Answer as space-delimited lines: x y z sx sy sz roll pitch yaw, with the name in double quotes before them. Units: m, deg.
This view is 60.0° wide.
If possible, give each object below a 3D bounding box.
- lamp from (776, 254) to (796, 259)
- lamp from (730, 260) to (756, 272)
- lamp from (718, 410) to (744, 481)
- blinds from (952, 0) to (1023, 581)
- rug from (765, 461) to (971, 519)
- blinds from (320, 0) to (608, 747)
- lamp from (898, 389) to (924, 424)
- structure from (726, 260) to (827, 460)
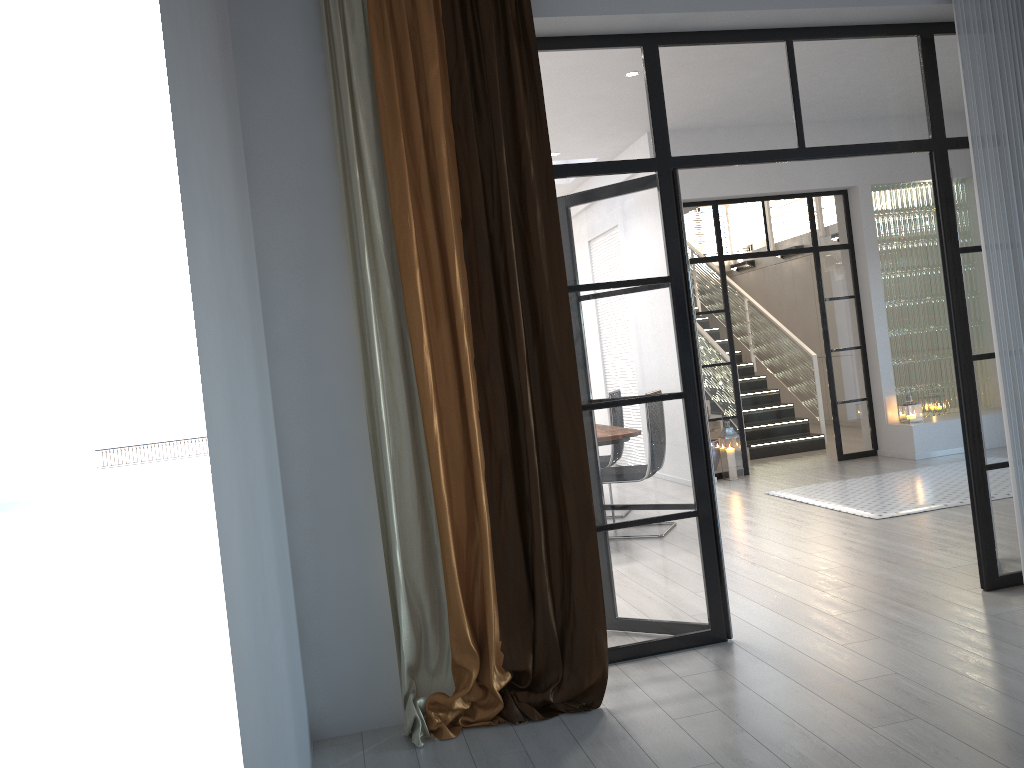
"lamp" 3.988 -1.888 12.758 0.152 0.124 0.567 -7 1 -12
"lamp" 3.691 -1.880 14.187 0.152 0.124 0.567 -7 1 -12
"lamp" 2.083 0.581 8.491 0.148 0.665 0.157 -7 0 -12
"blinds" 2.736 -0.604 4.063 1.302 3.069 0.052 -7 0 -11
"rug" 3.395 0.777 6.987 2.277 0.020 1.584 -7 1 -12
"blinds" -0.179 -0.259 3.357 0.811 3.045 0.254 -7 0 -12
"lamp" 3.878 0.212 8.641 0.150 0.329 0.155 -7 0 -12
"structure" 3.124 -1.078 11.857 2.395 3.602 5.798 -7 1 -12
